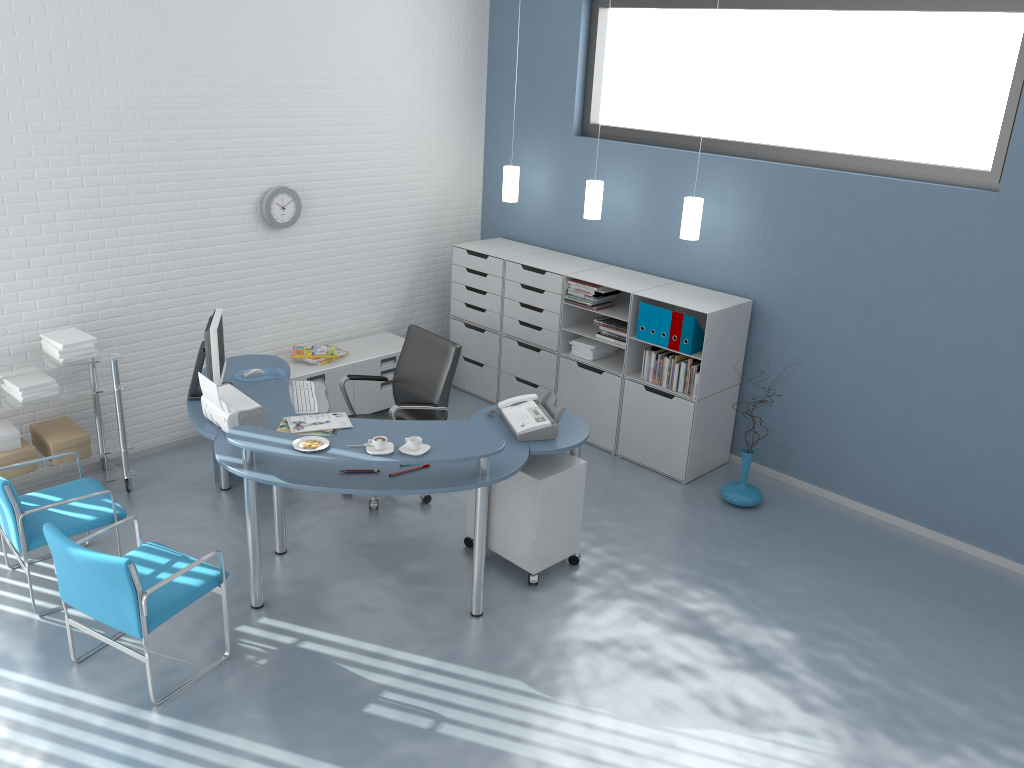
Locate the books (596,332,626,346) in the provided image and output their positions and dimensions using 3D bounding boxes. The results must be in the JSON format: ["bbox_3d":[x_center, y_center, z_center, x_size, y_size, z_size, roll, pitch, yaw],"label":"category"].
[{"bbox_3d":[0.735,-0.314,5.991,0.265,0.034,0.212,21,27,40],"label":"books"}]

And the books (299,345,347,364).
[{"bbox_3d":[-1.338,-0.210,6.184,0.210,0.020,0.300,18,25,35],"label":"books"}]

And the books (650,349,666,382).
[{"bbox_3d":[0.961,-0.121,5.795,0.022,0.198,0.157,21,27,40],"label":"books"}]

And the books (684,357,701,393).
[{"bbox_3d":[1.154,-0.065,5.629,0.032,0.229,0.138,21,27,40],"label":"books"}]

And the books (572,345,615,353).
[{"bbox_3d":[0.585,-0.276,6.241,0.270,0.015,0.190,-16,28,-41],"label":"books"}]

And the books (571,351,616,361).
[{"bbox_3d":[0.573,-0.221,6.263,0.190,0.015,0.270,21,27,40],"label":"books"}]

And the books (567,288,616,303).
[{"bbox_3d":[0.545,-0.622,6.087,0.265,0.044,0.212,21,27,40],"label":"books"}]

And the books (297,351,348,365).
[{"bbox_3d":[-1.325,-0.200,6.215,0.210,0.020,0.300,14,23,26],"label":"books"}]

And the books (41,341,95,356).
[{"bbox_3d":[-2.471,-0.217,4.934,0.270,0.015,0.190,21,27,40],"label":"books"}]

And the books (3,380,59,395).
[{"bbox_3d":[-2.633,-0.007,4.854,0.270,0.015,0.190,21,27,39],"label":"books"}]

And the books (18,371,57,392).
[{"bbox_3d":[-2.639,-0.023,4.853,0.190,0.015,0.270,-17,28,-42],"label":"books"}]

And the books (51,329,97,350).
[{"bbox_3d":[-2.462,-0.251,4.939,0.270,0.015,0.190,21,27,40],"label":"books"}]

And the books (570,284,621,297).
[{"bbox_3d":[0.568,-0.656,6.071,0.298,0.034,0.187,21,27,40],"label":"books"}]

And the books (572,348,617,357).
[{"bbox_3d":[0.583,-0.247,6.249,0.270,0.015,0.190,-16,28,-42],"label":"books"}]

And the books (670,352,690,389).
[{"bbox_3d":[1.078,-0.099,5.683,0.021,0.247,0.157,21,27,40],"label":"books"}]

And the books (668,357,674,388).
[{"bbox_3d":[1.064,-0.084,5.704,0.017,0.203,0.155,21,27,40],"label":"books"}]

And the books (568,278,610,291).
[{"bbox_3d":[0.546,-0.687,6.065,0.258,0.024,0.212,21,27,40],"label":"books"}]

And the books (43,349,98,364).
[{"bbox_3d":[-2.466,-0.176,4.953,0.270,0.015,0.190,21,27,40],"label":"books"}]

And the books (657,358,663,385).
[{"bbox_3d":[0.999,-0.094,5.765,0.021,0.172,0.157,21,27,40],"label":"books"}]

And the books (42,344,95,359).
[{"bbox_3d":[-2.468,-0.201,4.934,0.190,0.015,0.270,-16,28,-42],"label":"books"}]

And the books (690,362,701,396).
[{"bbox_3d":[1.185,-0.036,5.593,0.032,0.203,0.157,21,27,40],"label":"books"}]

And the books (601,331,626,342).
[{"bbox_3d":[0.751,-0.335,5.968,0.224,0.023,0.212,21,27,40],"label":"books"}]

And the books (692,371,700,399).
[{"bbox_3d":[1.199,-0.006,5.572,0.032,0.163,0.178,21,27,40],"label":"books"}]

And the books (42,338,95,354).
[{"bbox_3d":[-2.464,-0.229,4.924,0.190,0.015,0.270,-16,28,-41],"label":"books"}]

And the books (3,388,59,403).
[{"bbox_3d":[-2.643,0.036,4.866,0.270,0.015,0.190,21,27,39],"label":"books"}]

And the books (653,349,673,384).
[{"bbox_3d":[0.981,-0.116,5.777,0.032,0.203,0.157,21,27,40],"label":"books"}]

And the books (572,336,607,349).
[{"bbox_3d":[0.578,-0.305,6.231,0.190,0.015,0.270,19,26,35],"label":"books"}]

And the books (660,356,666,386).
[{"bbox_3d":[1.022,-0.098,5.748,0.032,0.193,0.146,21,27,40],"label":"books"}]

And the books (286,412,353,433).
[{"bbox_3d":[-0.968,0.194,4.453,0.300,0.010,0.200,-5,22,-21],"label":"books"}]

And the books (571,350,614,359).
[{"bbox_3d":[0.574,-0.235,6.258,0.190,0.015,0.270,20,26,37],"label":"books"}]

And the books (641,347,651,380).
[{"bbox_3d":[0.916,-0.141,5.835,0.040,0.203,0.157,21,27,40],"label":"books"}]

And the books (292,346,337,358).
[{"bbox_3d":[-1.368,-0.223,6.157,0.300,0.020,0.210,-1,21,-11],"label":"books"}]

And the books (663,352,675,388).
[{"bbox_3d":[1.040,-0.097,5.715,0.038,0.217,0.166,21,27,40],"label":"books"}]

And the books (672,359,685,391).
[{"bbox_3d":[1.089,-0.060,5.671,0.032,0.184,0.173,21,27,40],"label":"books"}]

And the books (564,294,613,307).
[{"bbox_3d":[0.527,-0.586,6.101,0.240,0.034,0.234,21,27,40],"label":"books"}]

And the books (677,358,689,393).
[{"bbox_3d":[1.121,-0.061,5.651,0.040,0.203,0.157,21,27,40],"label":"books"}]

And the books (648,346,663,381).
[{"bbox_3d":[0.949,-0.145,5.813,0.032,0.229,0.138,21,27,40],"label":"books"}]

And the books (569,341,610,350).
[{"bbox_3d":[0.563,-0.292,6.237,0.190,0.015,0.270,21,27,40],"label":"books"}]

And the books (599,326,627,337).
[{"bbox_3d":[0.748,-0.368,5.972,0.251,0.034,0.197,21,27,40],"label":"books"}]

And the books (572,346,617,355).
[{"bbox_3d":[0.579,-0.260,6.241,0.190,0.015,0.270,21,27,40],"label":"books"}]

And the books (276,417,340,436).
[{"bbox_3d":[-1.005,0.212,4.404,0.300,0.005,0.200,2,21,-2],"label":"books"}]

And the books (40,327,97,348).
[{"bbox_3d":[-2.462,-0.260,4.921,0.270,0.015,0.190,19,26,35],"label":"books"}]

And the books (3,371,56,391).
[{"bbox_3d":[-2.639,-0.029,4.827,0.270,0.015,0.190,20,26,37],"label":"books"}]

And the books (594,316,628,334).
[{"bbox_3d":[0.729,-0.404,5.959,0.283,0.041,0.224,21,27,40],"label":"books"}]

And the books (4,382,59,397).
[{"bbox_3d":[-2.638,0.005,4.863,0.270,0.015,0.190,22,27,40],"label":"books"}]

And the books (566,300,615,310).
[{"bbox_3d":[0.543,-0.561,6.111,0.265,0.019,0.209,21,27,40],"label":"books"}]

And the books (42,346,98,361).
[{"bbox_3d":[-2.466,-0.190,4.947,0.270,0.015,0.190,20,26,37],"label":"books"}]

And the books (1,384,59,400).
[{"bbox_3d":[-2.642,0.022,4.861,0.270,0.015,0.190,19,26,36],"label":"books"}]
